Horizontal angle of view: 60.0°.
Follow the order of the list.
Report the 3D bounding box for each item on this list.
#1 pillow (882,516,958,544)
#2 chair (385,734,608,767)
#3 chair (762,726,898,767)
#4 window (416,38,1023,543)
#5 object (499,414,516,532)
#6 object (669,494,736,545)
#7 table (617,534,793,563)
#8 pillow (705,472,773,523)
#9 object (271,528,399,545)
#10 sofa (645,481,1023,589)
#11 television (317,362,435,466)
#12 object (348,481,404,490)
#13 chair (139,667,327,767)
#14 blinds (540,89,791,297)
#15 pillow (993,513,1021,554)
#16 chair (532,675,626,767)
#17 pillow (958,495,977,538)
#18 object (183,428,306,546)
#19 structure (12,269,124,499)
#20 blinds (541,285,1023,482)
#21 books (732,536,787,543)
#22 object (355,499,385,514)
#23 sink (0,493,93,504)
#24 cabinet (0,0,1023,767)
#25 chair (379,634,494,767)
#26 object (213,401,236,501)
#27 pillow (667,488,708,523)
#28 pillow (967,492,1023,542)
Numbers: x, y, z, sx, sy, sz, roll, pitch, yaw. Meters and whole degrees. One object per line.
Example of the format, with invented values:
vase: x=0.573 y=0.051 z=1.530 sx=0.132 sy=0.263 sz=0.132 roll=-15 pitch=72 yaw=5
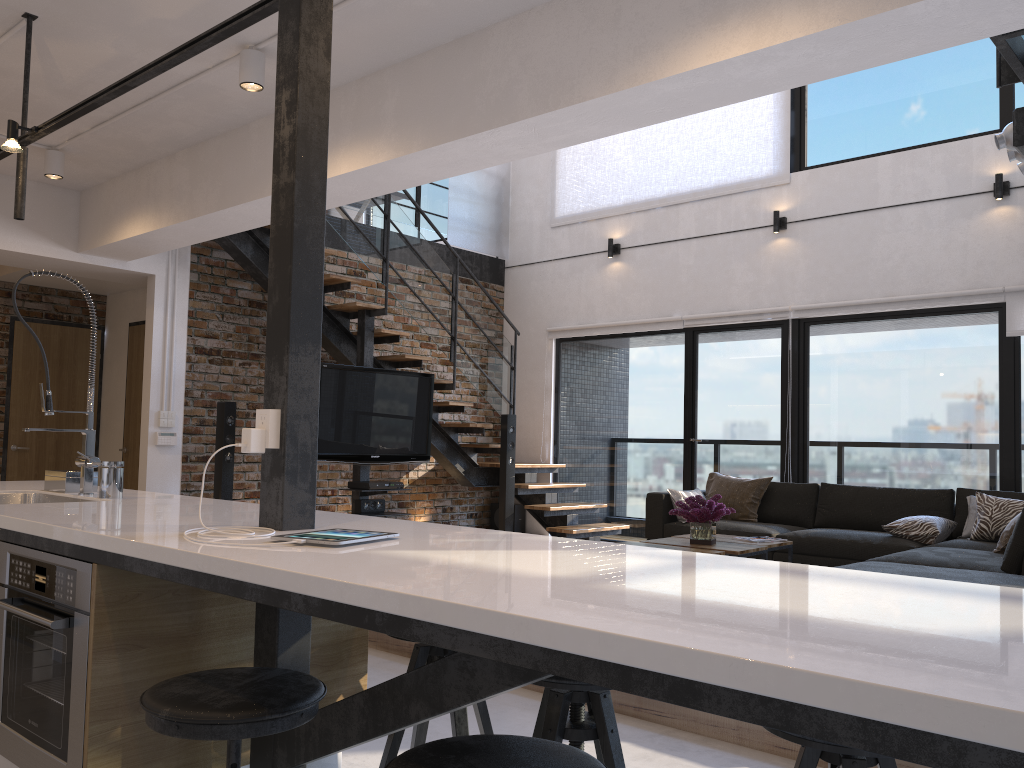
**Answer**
pillow: x=2.746 y=0.975 z=5.957 sx=0.356 sy=0.177 sz=0.531 roll=-2 pitch=-5 yaw=40
chair: x=-0.029 y=0.903 z=1.342 sx=0.358 sy=0.635 sz=0.356 roll=2 pitch=-3 yaw=-4
chair: x=0.649 y=0.949 z=1.718 sx=0.367 sy=0.630 sz=0.367 roll=3 pitch=-4 yaw=-33
window: x=1.108 y=-1.196 z=6.389 sx=13.400 sy=5.562 sz=5.667 roll=-2 pitch=-5 yaw=42
object: x=-0.043 y=0.882 z=8.137 sx=0.271 sy=1.205 sz=0.271 roll=4 pitch=-4 yaw=-43
object: x=1.166 y=0.799 z=5.389 sx=0.342 sy=0.342 sz=0.375 roll=-2 pitch=-5 yaw=43
table: x=1.130 y=1.143 z=5.368 sx=0.697 sy=0.350 sz=1.299 roll=-2 pitch=-5 yaw=42
pillow: x=1.764 y=0.908 z=7.126 sx=0.609 sy=0.382 sz=0.265 roll=-2 pitch=-5 yaw=42
object: x=-0.390 y=0.343 z=1.979 sx=0.188 sy=0.013 sz=0.240 roll=-1 pitch=-4 yaw=27
sofa: x=1.842 y=0.999 z=5.544 sx=3.044 sy=0.700 sz=3.001 roll=-2 pitch=-5 yaw=42
television: x=-1.121 y=0.266 z=7.163 sx=0.136 sy=0.782 sz=1.208 roll=-1 pitch=-5 yaw=42
object: x=-1.087 y=0.813 z=7.106 sx=0.275 sy=0.058 sz=0.360 roll=-2 pitch=-5 yaw=42
chair: x=-0.558 y=0.918 z=1.753 sx=0.357 sy=0.635 sz=0.357 roll=0 pitch=-3 yaw=20
blinds: x=-0.035 y=-2.453 z=8.478 sx=10.203 sy=2.973 sz=1.997 roll=0 pitch=-4 yaw=20
pillow: x=3.028 y=0.853 z=5.204 sx=0.273 sy=0.309 sz=0.547 roll=-2 pitch=-5 yaw=41
chair: x=0.151 y=0.963 z=2.101 sx=0.365 sy=0.630 sz=0.366 roll=2 pitch=-3 yaw=-3
pillow: x=3.243 y=0.889 z=5.764 sx=0.611 sy=0.293 sz=0.235 roll=-2 pitch=-5 yaw=42
object: x=-0.617 y=0.221 z=2.001 sx=0.214 sy=0.246 sz=0.417 roll=3 pitch=-4 yaw=-27
structure: x=-1.600 y=0.007 z=3.348 sx=0.392 sy=0.812 sz=0.507 roll=2 pitch=-3 yaw=-9
blinds: x=2.335 y=0.359 z=7.400 sx=5.370 sy=2.042 sz=0.096 roll=-2 pitch=-5 yaw=42
books: x=1.581 y=0.992 z=5.657 sx=0.295 sy=0.013 sz=0.229 roll=3 pitch=-4 yaw=-27
object: x=-1.146 y=0.987 z=7.154 sx=0.088 sy=0.112 sz=0.247 roll=-2 pitch=-5 yaw=42
sink: x=-1.745 y=0.505 z=3.094 sx=0.706 sy=0.203 sz=0.406 roll=-2 pitch=-5 yaw=42
cabinet: x=-2.296 y=-0.165 z=2.822 sx=9.117 sy=2.869 sz=2.475 roll=-2 pitch=-5 yaw=42
chair: x=-0.202 y=0.984 z=2.521 sx=0.366 sy=0.630 sz=0.367 roll=0 pitch=-3 yaw=17
object: x=-2.197 y=0.738 z=6.760 sx=0.271 sy=1.205 sz=0.271 roll=-1 pitch=-4 yaw=32
pillow: x=1.426 y=0.955 z=6.971 sx=0.212 sy=0.265 sz=0.499 roll=-2 pitch=-5 yaw=42
pillow: x=3.188 y=0.854 z=5.606 sx=0.250 sy=0.314 sz=0.532 roll=5 pitch=-5 yaw=-44
